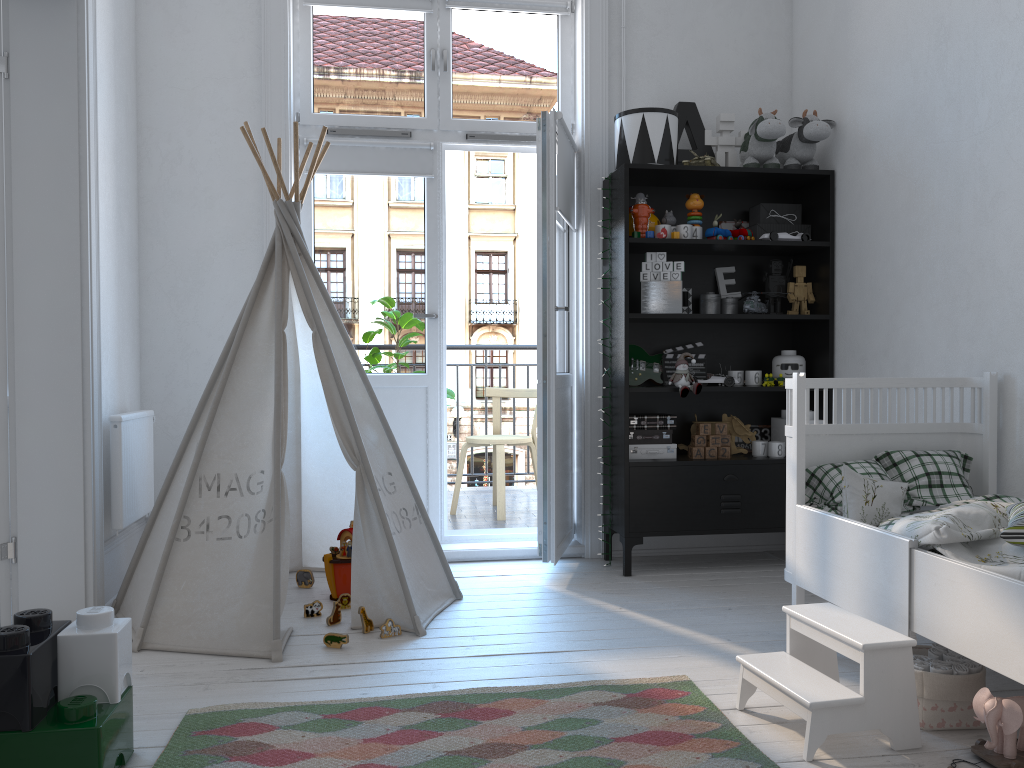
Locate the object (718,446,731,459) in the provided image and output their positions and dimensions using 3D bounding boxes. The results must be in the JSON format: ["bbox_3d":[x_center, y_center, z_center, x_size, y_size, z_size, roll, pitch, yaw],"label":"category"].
[{"bbox_3d":[0.905,0.290,3.771,0.050,0.050,0.050,0,1,21],"label":"object"}]

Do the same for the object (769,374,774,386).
[{"bbox_3d":[1.110,-0.017,3.806,0.042,0.054,0.031,0,1,-9],"label":"object"}]

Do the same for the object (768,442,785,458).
[{"bbox_3d":[1.125,0.280,3.770,0.067,0.067,0.067,0,1,5],"label":"object"}]

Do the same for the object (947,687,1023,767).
[{"bbox_3d":[1.027,0.734,1.888,0.254,0.152,0.125,0,1,-10],"label":"object"}]

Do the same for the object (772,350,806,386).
[{"bbox_3d":[1.208,-0.066,3.871,0.139,0.162,0.139,-1,1,-34],"label":"object"}]

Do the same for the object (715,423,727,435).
[{"bbox_3d":[0.891,0.191,3.781,0.050,0.050,0.050,0,1,11],"label":"object"}]

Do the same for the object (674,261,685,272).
[{"bbox_3d":[0.694,-0.486,3.678,0.040,0.040,0.040,0,1,16],"label":"object"}]

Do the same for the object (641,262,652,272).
[{"bbox_3d":[0.559,-0.485,3.693,0.040,0.040,0.040,0,1,1],"label":"object"}]

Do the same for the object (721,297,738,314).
[{"bbox_3d":[0.986,-0.339,3.855,0.078,0.091,0.246,0,1,-14],"label":"object"}]

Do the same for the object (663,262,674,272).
[{"bbox_3d":[0.650,-0.485,3.683,0.040,0.040,0.040,0,1,21],"label":"object"}]

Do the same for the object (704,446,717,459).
[{"bbox_3d":[0.839,0.291,3.761,0.050,0.050,0.050,0,1,-4],"label":"object"}]

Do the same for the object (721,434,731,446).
[{"bbox_3d":[0.903,0.240,3.797,0.050,0.050,0.050,0,1,-9],"label":"object"}]

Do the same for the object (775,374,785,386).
[{"bbox_3d":[1.145,-0.017,3.781,0.042,0.054,0.031,1,1,36],"label":"object"}]

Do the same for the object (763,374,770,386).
[{"bbox_3d":[1.077,-0.016,3.747,0.031,0.054,0.042,1,2,41],"label":"object"}]

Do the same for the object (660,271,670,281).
[{"bbox_3d":[0.636,-0.445,3.685,0.040,0.040,0.040,0,1,6],"label":"object"}]

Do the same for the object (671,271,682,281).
[{"bbox_3d":[0.682,-0.445,3.680,0.040,0.040,0.040,0,1,21],"label":"object"}]

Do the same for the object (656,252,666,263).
[{"bbox_3d":[0.618,-0.526,3.685,0.040,0.040,0.040,0,1,1],"label":"object"}]

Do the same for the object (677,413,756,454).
[{"bbox_3d":[0.903,0.223,3.904,0.337,0.186,0.111,0,1,6],"label":"object"}]

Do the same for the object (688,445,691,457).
[{"bbox_3d":[0.787,0.290,3.808,0.050,0.050,0.050,0,1,-9],"label":"object"}]

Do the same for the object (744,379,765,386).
[{"bbox_3d":[1.053,-0.010,3.956,0.163,0.034,0.069,0,1,-9],"label":"object"}]

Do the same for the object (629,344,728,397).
[{"bbox_3d":[0.716,-0.057,3.929,0.542,0.239,0.093,0,1,-8],"label":"object"}]

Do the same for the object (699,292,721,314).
[{"bbox_3d":[0.876,-0.348,3.922,0.095,0.110,0.095,0,1,-4],"label":"object"}]

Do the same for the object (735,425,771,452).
[{"bbox_3d":[1.040,0.248,4.016,0.347,0.120,0.034,0,1,-9],"label":"object"}]

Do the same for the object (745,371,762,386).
[{"bbox_3d":[1.033,-0.023,3.793,0.067,0.067,0.067,0,1,5],"label":"object"}]

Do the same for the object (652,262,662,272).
[{"bbox_3d":[0.605,-0.485,3.688,0.040,0.040,0.040,0,1,11],"label":"object"}]

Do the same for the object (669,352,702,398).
[{"bbox_3d":[0.712,-0.037,3.633,0.110,0.186,0.129,-1,1,-22],"label":"object"}]

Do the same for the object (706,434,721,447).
[{"bbox_3d":[0.854,0.241,3.762,0.050,0.050,0.050,0,1,-9],"label":"object"}]

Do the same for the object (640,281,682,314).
[{"bbox_3d":[0.625,-0.358,3.725,0.170,0.138,0.124,0,1,6],"label":"object"}]

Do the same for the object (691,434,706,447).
[{"bbox_3d":[0.795,0.241,3.773,0.050,0.050,0.050,0,1,-9],"label":"object"}]

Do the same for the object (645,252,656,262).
[{"bbox_3d":[0.576,-0.526,3.690,0.040,0.040,0.040,0,1,-4],"label":"object"}]

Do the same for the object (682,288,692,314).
[{"bbox_3d":[0.763,-0.360,3.938,0.070,0.135,0.028,0,1,-9],"label":"object"}]

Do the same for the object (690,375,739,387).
[{"bbox_3d":[0.849,-0.012,3.773,0.230,0.048,0.098,0,1,16],"label":"object"}]

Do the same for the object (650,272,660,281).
[{"bbox_3d":[0.593,-0.445,3.698,0.040,0.040,0.040,0,1,-4],"label":"object"}]

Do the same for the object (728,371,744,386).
[{"bbox_3d":[0.967,-0.024,3.831,0.067,0.067,0.067,0,1,5],"label":"object"}]

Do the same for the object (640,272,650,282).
[{"bbox_3d":[0.554,-0.445,3.694,0.040,0.040,0.040,0,1,6],"label":"object"}]

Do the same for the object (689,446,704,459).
[{"bbox_3d":[0.781,0.291,3.752,0.050,0.050,0.050,0,1,-9],"label":"object"}]

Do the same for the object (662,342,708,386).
[{"bbox_3d":[0.760,-0.088,3.909,0.201,0.199,0.048,0,1,-9],"label":"object"}]

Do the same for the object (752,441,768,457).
[{"bbox_3d":[1.068,0.280,3.817,0.067,0.067,0.067,0,1,5],"label":"object"}]

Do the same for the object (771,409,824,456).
[{"bbox_3d":[1.247,0.213,3.869,0.132,0.199,0.267,0,1,-9],"label":"object"}]

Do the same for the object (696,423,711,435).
[{"bbox_3d":[0.813,0.191,3.767,0.050,0.050,0.050,0,1,-9],"label":"object"}]

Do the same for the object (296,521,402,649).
[{"bbox_3d":[-0.536,0.654,3.108,0.385,0.284,0.856,-1,1,-17],"label":"object"}]

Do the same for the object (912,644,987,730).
[{"bbox_3d":[1.028,0.732,2.162,0.215,0.148,0.240,0,1,-2],"label":"object"}]
